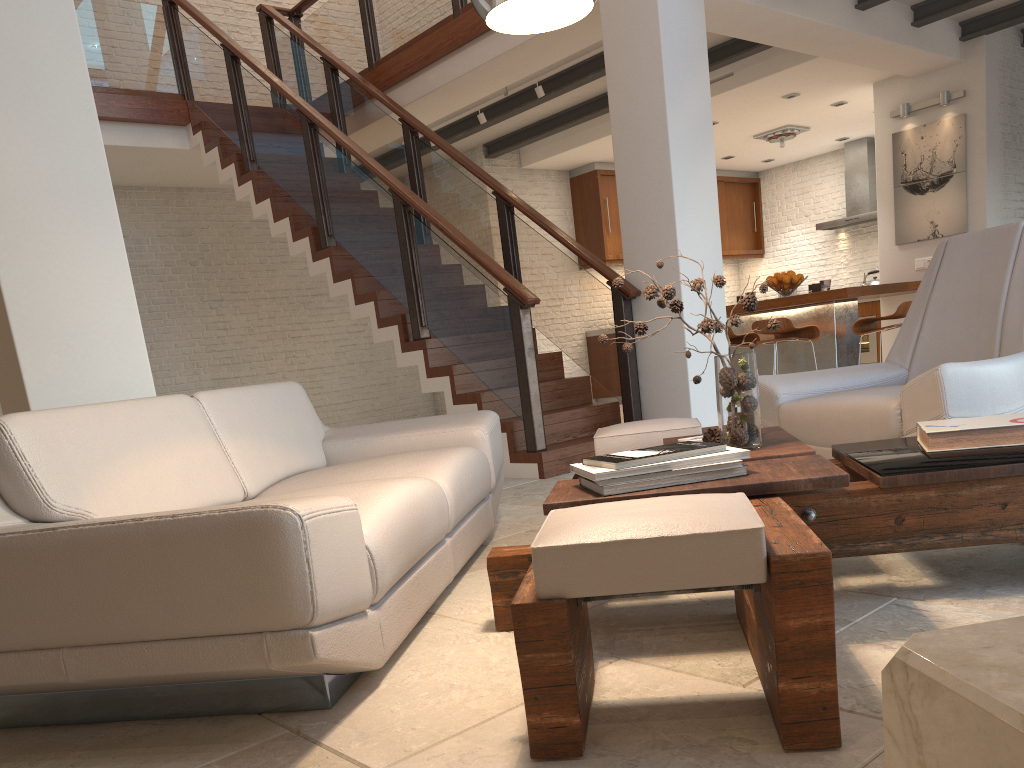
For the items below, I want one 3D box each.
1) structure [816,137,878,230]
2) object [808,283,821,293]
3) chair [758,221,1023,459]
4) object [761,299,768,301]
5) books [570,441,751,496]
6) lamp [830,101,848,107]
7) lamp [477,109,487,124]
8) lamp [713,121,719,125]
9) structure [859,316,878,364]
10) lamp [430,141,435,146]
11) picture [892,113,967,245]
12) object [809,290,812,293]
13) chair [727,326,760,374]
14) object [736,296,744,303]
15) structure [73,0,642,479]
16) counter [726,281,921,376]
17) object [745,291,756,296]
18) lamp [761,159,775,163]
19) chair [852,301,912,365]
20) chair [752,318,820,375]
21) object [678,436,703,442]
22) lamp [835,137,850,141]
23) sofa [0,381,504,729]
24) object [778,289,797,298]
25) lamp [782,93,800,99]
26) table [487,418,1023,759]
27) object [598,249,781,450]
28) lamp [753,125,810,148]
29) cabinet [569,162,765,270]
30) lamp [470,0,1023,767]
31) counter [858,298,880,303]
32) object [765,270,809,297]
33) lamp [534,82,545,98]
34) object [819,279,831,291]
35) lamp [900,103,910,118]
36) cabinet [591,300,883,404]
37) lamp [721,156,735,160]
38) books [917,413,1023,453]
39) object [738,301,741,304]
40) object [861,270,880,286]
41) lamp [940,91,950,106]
[{"bbox_3d":[4.372,-2.543,10.973,0.447,1.018,0.982,-16,11,-40],"label":"structure"},{"bbox_3d":[2.471,-0.772,7.080,0.094,0.084,0.111,-7,5,4],"label":"object"},{"bbox_3d":[1.627,-0.071,3.468,0.960,1.043,1.013,-10,8,-24],"label":"chair"},{"bbox_3d":[3.516,-1.117,12.582,0.245,0.163,0.344,-11,5,-40],"label":"object"},{"bbox_3d":[0.369,0.206,2.190,0.399,0.076,0.245,-8,3,-8],"label":"books"},{"bbox_3d":[3.317,-2.860,8.843,0.121,0.056,0.123,-10,5,-40],"label":"lamp"},{"bbox_3d":[-0.264,-2.327,7.610,0.084,0.132,0.060,-14,12,-37],"label":"lamp"},{"bbox_3d":[2.044,-2.700,8.985,0.121,0.056,0.123,-10,5,-40],"label":"lamp"},{"bbox_3d":[4.506,-0.568,11.298,0.489,0.592,0.667,-14,9,-40],"label":"structure"},{"bbox_3d":[-0.738,-2.283,8.152,0.059,0.132,0.083,-4,10,19],"label":"lamp"},{"bbox_3d":[3.847,-1.861,8.042,0.019,1.042,0.651,-17,13,-41],"label":"picture"},{"bbox_3d":[2.527,-0.751,6.962,0.194,0.035,0.394,-9,2,-37],"label":"object"},{"bbox_3d":[1.800,-0.099,7.297,0.412,0.796,0.402,-15,13,-40],"label":"chair"},{"bbox_3d":[2.033,-0.731,7.592,0.092,0.084,0.114,-13,8,-40],"label":"object"},{"bbox_3d":[0.851,-1.677,6.112,13.570,4.247,10.136,-10,4,-40],"label":"structure"},{"bbox_3d":[2.867,-0.330,7.822,2.445,0.944,1.682,-10,5,-40],"label":"counter"},{"bbox_3d":[2.038,-0.741,7.444,0.089,0.087,0.091,-13,9,-43],"label":"object"},{"bbox_3d":[3.360,-2.947,11.434,0.121,0.056,0.123,-10,5,-40],"label":"lamp"},{"bbox_3d":[2.951,-0.230,6.772,0.395,0.796,0.420,-15,13,-40],"label":"chair"},{"bbox_3d":[2.153,-0.131,6.893,0.412,0.796,0.402,-15,13,-40],"label":"chair"},{"bbox_3d":[0.690,0.163,2.897,0.272,0.035,0.242,-7,2,22],"label":"object"},{"bbox_3d":[4.038,-3.010,10.655,0.121,0.056,0.123,-10,5,-40],"label":"lamp"},{"bbox_3d":[-0.763,0.378,2.876,1.147,0.774,2.270,-6,3,9],"label":"sofa"},{"bbox_3d":[3.861,-1.259,12.216,0.065,0.385,0.320,-17,12,-40],"label":"object"},{"bbox_3d":[2.651,-2.756,8.286,0.121,0.056,0.123,-10,5,-40],"label":"lamp"},{"bbox_3d":[0.941,0.338,2.482,1.977,0.440,2.149,-7,2,11],"label":"table"},{"bbox_3d":[0.519,-0.097,2.570,0.544,0.623,0.306,-4,10,20],"label":"object"},{"bbox_3d":[3.046,-2.756,9.837,0.441,0.175,0.449,-10,4,-40],"label":"lamp"},{"bbox_3d":[2.147,-2.181,11.444,3.273,1.196,0.458,-10,10,-39],"label":"cabinet"},{"bbox_3d":[0.176,-0.503,1.241,0.319,2.410,1.980,-8,8,-5],"label":"lamp"},{"bbox_3d":[3.320,-0.910,10.582,3.264,0.072,3.517,-9,2,-40],"label":"counter"},{"bbox_3d":[2.287,-0.826,7.276,0.367,0.227,0.353,-6,5,15],"label":"object"},{"bbox_3d":[0.224,-2.372,7.050,0.084,0.132,0.060,-14,12,-37],"label":"lamp"},{"bbox_3d":[2.495,-0.783,6.937,0.090,0.087,0.090,-10,7,-25],"label":"object"},{"bbox_3d":[3.606,-2.511,8.001,0.079,0.107,0.078,-9,8,-12],"label":"lamp"},{"bbox_3d":[3.346,-1.466,10.906,4.801,2.910,2.198,-6,8,14],"label":"cabinet"},{"bbox_3d":[2.696,-2.844,10.878,0.121,0.056,0.123,-10,5,-40],"label":"lamp"},{"bbox_3d":[1.310,0.131,2.409,0.328,0.058,0.248,-7,2,20],"label":"books"},{"bbox_3d":[2.021,-0.704,7.532,0.201,0.035,0.286,-9,3,-40],"label":"object"},{"bbox_3d":[4.561,-1.287,10.948,0.260,0.282,0.258,-10,8,-19],"label":"object"},{"bbox_3d":[3.839,-2.533,7.734,0.079,0.107,0.078,-9,8,-12],"label":"lamp"}]
